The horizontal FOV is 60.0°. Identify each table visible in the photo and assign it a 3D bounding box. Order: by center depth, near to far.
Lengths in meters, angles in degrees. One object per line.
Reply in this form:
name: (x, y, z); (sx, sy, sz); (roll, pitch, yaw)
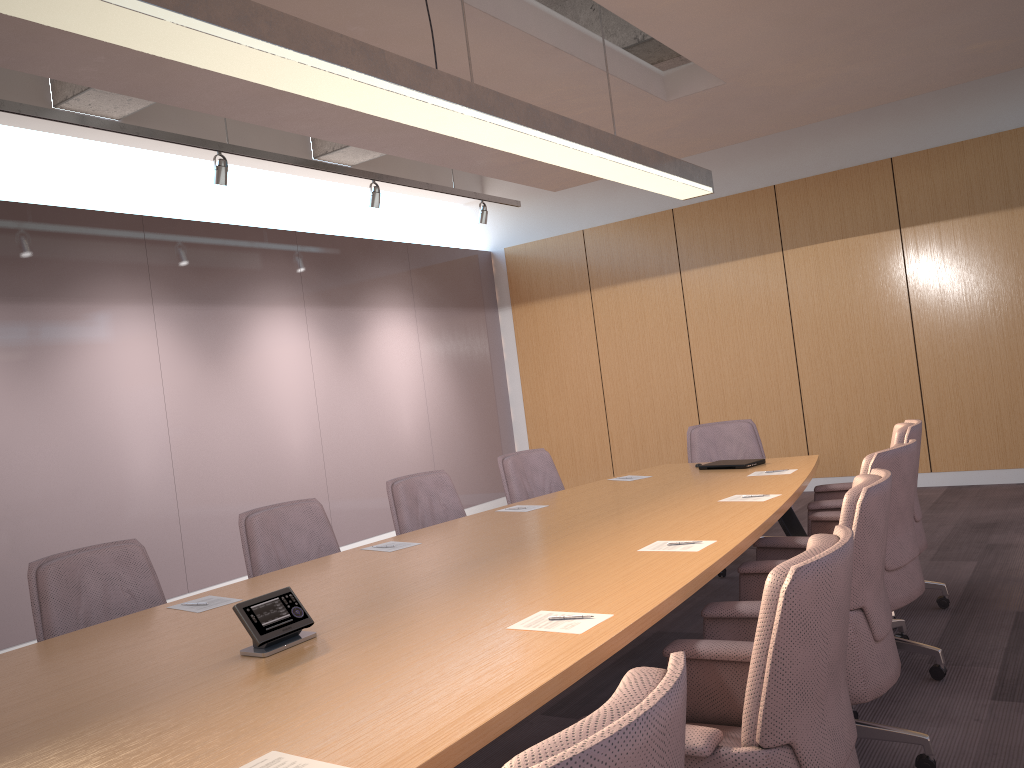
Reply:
table: (-0.743, 1.104, 2.247); (1.885, 0.748, 8.000); (-7, 0, 34)

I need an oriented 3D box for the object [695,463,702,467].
object: (1.144, 0.498, 5.449); (0.039, 0.019, 0.070); (-7, 0, 28)

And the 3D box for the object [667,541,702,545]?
object: (0.606, 0.557, 3.109); (0.125, 0.009, 0.009); (-7, 0, 17)

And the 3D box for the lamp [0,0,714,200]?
lamp: (-0.890, -1.852, 2.571); (0.200, 1.864, 6.974); (-7, 0, 34)

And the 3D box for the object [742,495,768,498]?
object: (1.093, 0.501, 3.973); (0.125, 0.009, 0.009); (-7, 0, 25)

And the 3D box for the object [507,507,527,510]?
object: (0.018, 0.639, 4.553); (0.125, 0.009, 0.009); (-7, 0, 27)

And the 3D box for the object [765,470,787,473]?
object: (1.417, 0.465, 4.740); (0.125, 0.009, 0.009); (-7, 0, 12)

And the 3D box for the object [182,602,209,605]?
object: (-1.116, 0.773, 3.117); (0.125, 0.009, 0.009); (-7, 0, 24)

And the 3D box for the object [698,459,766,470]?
object: (1.298, 0.475, 5.240); (0.231, 0.026, 0.325); (-7, 0, -44)

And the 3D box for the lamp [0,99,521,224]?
lamp: (-0.948, -2.118, 2.464); (5.699, 1.321, 12.467); (-7, 0, 34)

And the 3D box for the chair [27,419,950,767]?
chair: (-0.821, 1.012, 2.165); (3.001, 0.948, 9.673); (-7, 0, 35)

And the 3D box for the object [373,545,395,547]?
object: (-0.561, 0.708, 3.865); (0.125, 0.009, 0.009); (-7, 0, 28)

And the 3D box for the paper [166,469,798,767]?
paper: (-0.744, 0.727, 2.329); (1.713, 0.001, 6.800); (-7, 0, 34)

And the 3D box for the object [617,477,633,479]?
object: (0.669, 0.561, 5.300); (0.125, 0.009, 0.009); (-7, 0, 42)

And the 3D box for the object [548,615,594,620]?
object: (0.155, 0.609, 2.317); (0.125, 0.009, 0.009); (-7, 0, 18)

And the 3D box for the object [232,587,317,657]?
object: (-0.645, 0.646, 2.424); (0.110, 0.139, 0.200); (-7, 0, 34)
